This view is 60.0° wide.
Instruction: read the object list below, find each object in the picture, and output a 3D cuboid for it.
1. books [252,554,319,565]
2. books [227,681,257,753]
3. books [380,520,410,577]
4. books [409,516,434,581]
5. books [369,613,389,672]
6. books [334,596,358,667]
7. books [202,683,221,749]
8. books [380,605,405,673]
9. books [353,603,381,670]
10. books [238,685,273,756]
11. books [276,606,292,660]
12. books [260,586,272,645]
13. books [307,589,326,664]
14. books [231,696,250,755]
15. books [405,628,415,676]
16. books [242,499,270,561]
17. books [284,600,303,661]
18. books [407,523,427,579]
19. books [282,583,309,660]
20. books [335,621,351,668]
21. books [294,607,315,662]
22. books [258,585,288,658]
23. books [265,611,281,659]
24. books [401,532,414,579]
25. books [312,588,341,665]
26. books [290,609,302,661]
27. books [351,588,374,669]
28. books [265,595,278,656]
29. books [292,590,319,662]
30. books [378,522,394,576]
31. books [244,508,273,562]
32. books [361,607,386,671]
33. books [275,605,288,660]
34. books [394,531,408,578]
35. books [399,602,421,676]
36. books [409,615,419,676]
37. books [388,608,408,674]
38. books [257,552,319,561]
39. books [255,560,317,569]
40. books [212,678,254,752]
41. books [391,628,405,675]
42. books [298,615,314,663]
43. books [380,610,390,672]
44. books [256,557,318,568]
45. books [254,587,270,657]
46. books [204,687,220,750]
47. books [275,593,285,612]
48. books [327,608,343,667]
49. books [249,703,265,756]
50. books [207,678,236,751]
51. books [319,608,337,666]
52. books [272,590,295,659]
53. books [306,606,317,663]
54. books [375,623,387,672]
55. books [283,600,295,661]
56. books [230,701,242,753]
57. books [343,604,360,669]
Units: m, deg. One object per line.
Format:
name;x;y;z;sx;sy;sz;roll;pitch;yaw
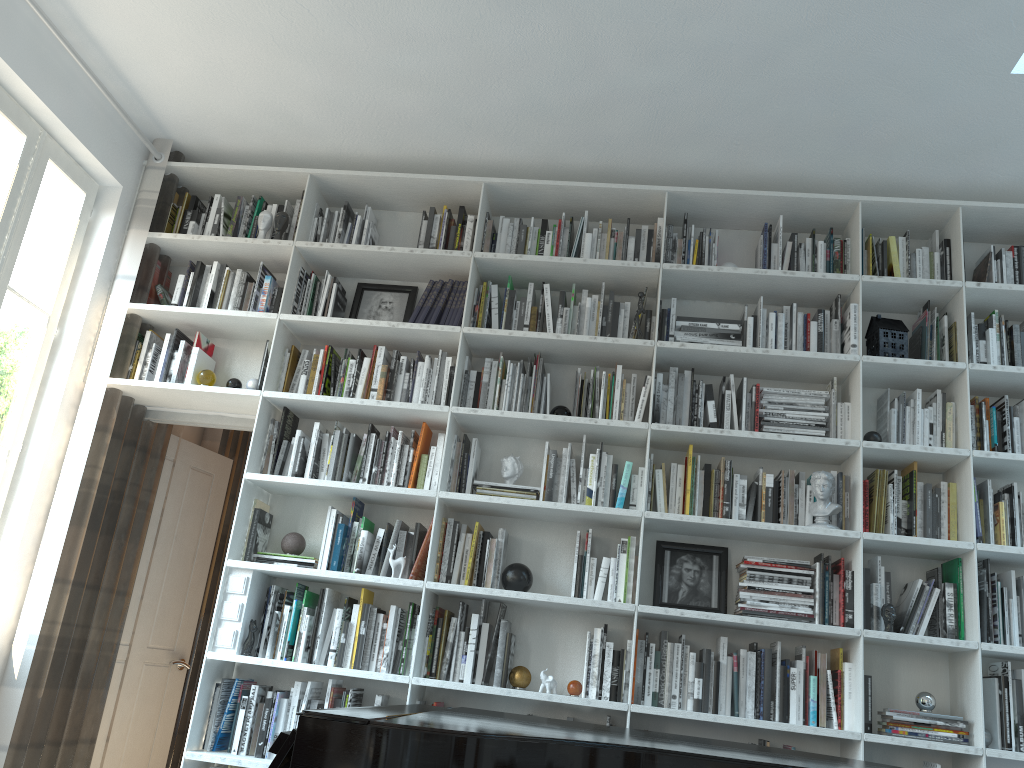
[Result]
books;-0.956;0.765;3.832;0.285;0.012;0.160;3;-19;11
books;-1.110;1.368;3.652;0.010;0.272;0.150;5;-18;7
books;-0.502;0.719;3.796;0.060;0.254;0.159;5;-18;7
books;-0.356;0.710;3.748;0.082;0.275;0.229;5;-18;7
books;-0.547;1.079;3.689;0.025;0.228;0.153;5;-18;7
books;-0.693;1.039;3.706;0.014;0.281;0.151;5;-18;7
books;-1.213;1.370;3.663;0.012;0.253;0.161;5;-18;7
books;-0.491;1.060;3.669;0.021;0.264;0.186;5;-18;7
books;-0.601;1.053;3.682;0.028;0.259;0.181;5;-18;7
books;-1.047;1.372;3.628;0.029;0.265;0.172;5;-18;7
books;-0.929;1.049;3.720;0.015;0.216;0.180;5;-18;7
books;-1.022;1.013;3.763;0.016;0.288;0.153;5;-18;7
books;-0.792;1.018;3.711;0.019;0.299;0.180;5;-18;7
books;-1.076;1.389;3.618;0.022;0.220;0.188;5;-18;7
books;-0.404;1.114;3.675;0.023;0.186;0.131;5;-18;7
books;-1.125;0.660;3.896;0.012;0.284;0.160;5;-18;7
books;-0.896;1.036;3.714;0.009;0.243;0.185;5;-18;8
books;-0.405;0.731;3.788;0.021;0.250;0.154;5;-18;7
books;-0.912;1.007;3.743;0.006;0.314;0.146;5;-18;7
books;-0.678;1.085;3.680;0.029;0.181;0.190;5;-18;7
books;-0.854;1.053;3.710;0.015;0.218;0.190;5;-18;7
books;-1.007;1.010;3.755;0.014;0.293;0.172;5;-18;7
books;-0.971;1.054;3.708;0.019;0.188;0.194;5;-18;7
books;-0.431;0.748;3.782;0.027;0.209;0.144;5;-18;7
books;-0.775;1.021;3.721;0.012;0.305;0.190;5;-18;7
books;-0.883;1.063;3.737;0.016;0.210;0.146;5;-18;7
books;-0.621;1.025;3.703;0.021;0.321;0.172;5;-18;7
books;-0.991;1.032;3.755;0.022;0.256;0.142;5;-18;7
books;-0.862;1.019;3.716;0.007;0.285;0.183;5;-18;7
books;-0.537;0.728;3.813;0.013;0.241;0.142;5;-18;7
books;-1.108;0.678;3.877;0.028;0.242;0.157;5;-18;7
books;-0.574;1.062;3.681;0.028;0.248;0.159;5;-18;7
books;-0.942;1.051;3.734;0.015;0.217;0.177;5;-18;7
books;-0.461;0.743;3.776;0.030;0.207;0.173;5;-18;7
books;-0.419;1.055;3.662;0.014;0.285;0.180;5;-18;7
books;-0.386;1.082;3.657;0.010;0.239;0.175;5;-18;7
books;-0.473;1.070;3.684;0.013;0.259;0.143;5;-18;7
books;-0.953;0.756;3.842;0.254;0.012;0.161;4;-19;8
books;-0.958;0.791;3.831;0.254;0.012;0.161;4;-19;8
books;-1.143;1.354;3.638;0.052;0.282;0.173;5;-18;7
books;-0.451;1.109;3.668;0.041;0.181;0.142;5;-18;7
books;-0.840;1.067;3.699;0.016;0.188;0.184;5;-18;7
books;-0.506;1.073;3.684;0.010;0.245;0.160;5;-18;7
books;-0.957;0.778;3.831;0.254;0.012;0.161;6;-19;5
books;-1.034;1.015;3.766;0.008;0.284;0.160;5;-18;7
books;-1.195;1.374;3.645;0.029;0.238;0.155;5;-18;7
books;-0.978;1.023;3.736;0.007;0.263;0.177;5;-18;7
books;-0.716;1.062;3.702;0.027;0.229;0.159;5;-18;7
books;-1.021;1.412;3.634;0.025;0.199;0.137;5;-18;7
books;-1.175;1.352;3.633;0.011;0.276;0.190;5;-18;7
books;-0.750;1.065;3.723;0.045;0.229;0.138;5;-18;7
books;-0.950;1.019;3.739;0.008;0.278;0.165;5;-18;8
books;-0.819;1.060;3.736;0.016;0.230;0.137;5;-18;7
books;-0.525;1.098;3.683;0.023;0.193;0.140;5;-18;7
books;-0.906;1.040;3.728;0.014;0.242;0.171;5;-18;7
books;-1.098;1.405;3.639;0.024;0.197;0.149;5;-18;7
books;-0.646;1.056;3.697;0.026;0.253;0.177;5;-18;7
